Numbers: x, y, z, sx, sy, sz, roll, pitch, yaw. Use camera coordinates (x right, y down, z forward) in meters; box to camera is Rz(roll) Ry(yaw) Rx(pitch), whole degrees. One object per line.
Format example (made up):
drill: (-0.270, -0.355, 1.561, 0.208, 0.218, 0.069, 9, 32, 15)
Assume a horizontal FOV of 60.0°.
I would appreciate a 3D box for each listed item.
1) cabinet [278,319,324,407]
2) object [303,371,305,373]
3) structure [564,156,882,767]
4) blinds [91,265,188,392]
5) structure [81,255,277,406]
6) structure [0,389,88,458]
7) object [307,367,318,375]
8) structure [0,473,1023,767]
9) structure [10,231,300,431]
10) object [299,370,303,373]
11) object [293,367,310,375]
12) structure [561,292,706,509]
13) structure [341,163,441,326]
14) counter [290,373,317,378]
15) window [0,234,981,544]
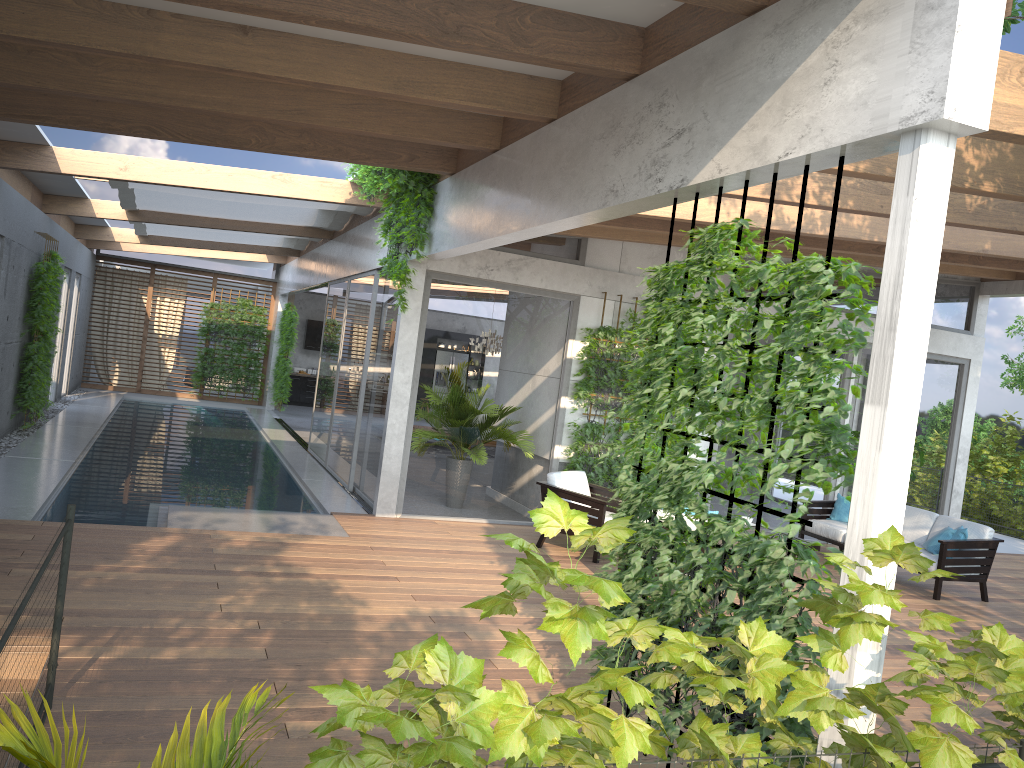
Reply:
cabinet: (-3.582, -0.438, 24.368, 5.901, 2.502, 0.709, 7, 1, -22)
object: (-5.506, -0.310, 23.484, 0.072, 0.057, 0.083, 6, 2, -45)
structure: (0.869, 0.422, 3.919, 0.500, 2.687, 1.807, 7, 1, -20)
blinds: (-8.979, -1.273, 21.239, 2.087, 2.898, 0.692, 7, 1, -17)
structure: (-8.010, -1.235, 21.228, 4.313, 3.079, 0.085, 7, 1, -21)
structure: (-7.212, 0.589, 13.257, 0.477, 0.068, 13.673, 7, 1, -21)
object: (-5.329, -0.352, 23.918, 0.405, 0.200, 0.147, 7, 1, -19)
structure: (5.145, 1.920, 11.042, 15.587, 3.022, 31.708, 8, 1, 20)
structure: (-5.987, -0.746, 16.854, 2.739, 2.687, 10.282, 7, 1, -4)
object: (-5.571, -0.332, 23.434, 0.090, 0.087, 0.086, 6, 2, -44)
object: (-5.604, -0.348, 23.609, 0.381, 0.134, 0.590, 7, 1, -32)
structure: (1.448, 0.352, 10.252, 1.851, 2.669, 0.500, 7, 1, -20)
structure: (-1.291, -1.621, 9.078, 0.918, 2.054, 1.822, 7, 1, -24)
counter: (-4.598, -0.127, 23.984, 3.805, 0.061, 0.607, 7, 1, -21)
window: (-1.251, -0.616, 17.660, 14.294, 3.764, 23.280, 7, 1, -21)
